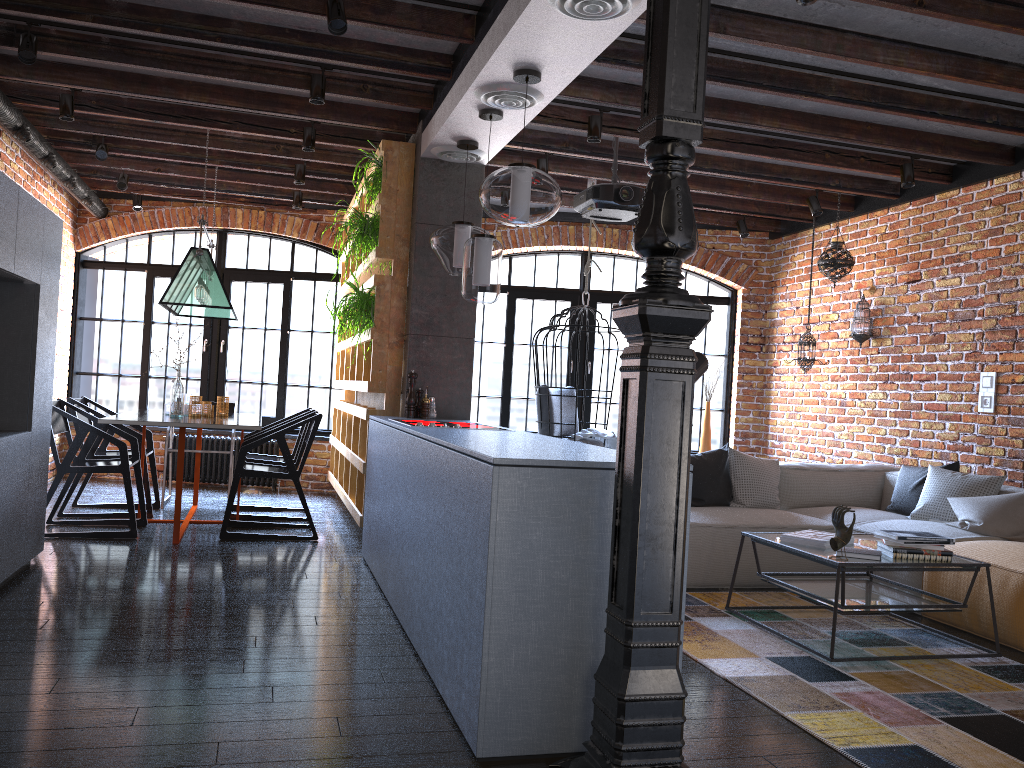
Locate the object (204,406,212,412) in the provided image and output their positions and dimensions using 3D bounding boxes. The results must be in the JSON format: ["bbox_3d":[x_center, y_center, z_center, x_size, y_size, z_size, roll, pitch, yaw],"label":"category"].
[{"bbox_3d":[-2.226,0.187,6.476,0.060,0.073,0.060,3,0,16],"label":"object"}]

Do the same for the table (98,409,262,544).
[{"bbox_3d":[-2.216,0.590,6.115,0.905,0.737,1.887,3,-1,-16],"label":"table"}]

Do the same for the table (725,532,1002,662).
[{"bbox_3d":[1.575,0.940,4.064,0.842,0.388,0.848,3,-1,-16],"label":"table"}]

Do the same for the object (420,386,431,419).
[{"bbox_3d":[-0.504,0.110,5.242,0.058,0.192,0.081,3,0,26],"label":"object"}]

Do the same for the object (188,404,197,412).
[{"bbox_3d":[-2.281,0.182,6.334,0.060,0.073,0.060,3,0,16],"label":"object"}]

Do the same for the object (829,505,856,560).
[{"bbox_3d":[1.386,0.621,3.718,0.099,0.223,0.093,3,0,24],"label":"object"}]

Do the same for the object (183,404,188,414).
[{"bbox_3d":[-2.345,0.178,6.321,0.060,0.073,0.060,3,0,16],"label":"object"}]

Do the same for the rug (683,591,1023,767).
[{"bbox_3d":[1.423,1.137,3.678,1.432,0.013,2.364,3,-1,-16],"label":"rug"}]

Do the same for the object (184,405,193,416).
[{"bbox_3d":[-2.255,0.182,6.170,0.060,0.073,0.060,3,0,16],"label":"object"}]

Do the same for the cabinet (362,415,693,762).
[{"bbox_3d":[-0.183,0.634,3.943,0.607,0.844,2.960,3,-1,-16],"label":"cabinet"}]

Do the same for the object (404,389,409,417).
[{"bbox_3d":[-0.612,0.111,5.276,0.048,0.180,0.048,3,0,34],"label":"object"}]

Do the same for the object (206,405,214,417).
[{"bbox_3d":[-2.085,0.188,6.128,0.049,0.080,0.049,4,0,-32],"label":"object"}]

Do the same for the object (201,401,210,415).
[{"bbox_3d":[-2.175,0.175,6.306,0.061,0.099,0.061,3,0,-9],"label":"object"}]

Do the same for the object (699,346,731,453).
[{"bbox_3d":[1.867,0.171,8.202,0.270,1.054,0.299,3,0,5],"label":"object"}]

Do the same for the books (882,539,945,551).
[{"bbox_3d":[1.773,0.702,3.929,0.239,0.023,0.190,3,-1,19],"label":"books"}]

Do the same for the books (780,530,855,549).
[{"bbox_3d":[1.431,0.724,4.155,0.225,0.038,0.309,3,-1,44],"label":"books"}]

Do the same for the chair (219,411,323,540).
[{"bbox_3d":[-1.585,0.582,5.876,0.610,0.818,0.495,3,0,-16],"label":"chair"}]

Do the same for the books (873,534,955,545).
[{"bbox_3d":[1.770,0.684,3.908,0.268,0.014,0.196,3,-1,-17],"label":"books"}]

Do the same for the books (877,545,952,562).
[{"bbox_3d":[1.767,0.746,3.905,0.247,0.024,0.209,3,-1,4],"label":"books"}]

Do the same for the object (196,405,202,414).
[{"bbox_3d":[-2.263,0.184,6.397,0.060,0.073,0.060,3,0,37],"label":"object"}]

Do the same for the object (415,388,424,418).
[{"bbox_3d":[-0.556,0.114,5.306,0.048,0.180,0.048,3,0,-33],"label":"object"}]

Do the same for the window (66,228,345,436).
[{"bbox_3d":[-2.817,-0.533,8.464,3.145,2.233,0.177,3,0,2],"label":"window"}]

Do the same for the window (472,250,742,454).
[{"bbox_3d":[0.664,-0.331,8.533,3.293,2.233,0.177,3,0,2],"label":"window"}]

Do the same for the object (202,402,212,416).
[{"bbox_3d":[-2.143,0.176,6.227,0.061,0.099,0.061,3,0,22],"label":"object"}]

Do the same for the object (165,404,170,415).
[{"bbox_3d":[-2.377,0.175,6.148,0.060,0.073,0.060,3,0,16],"label":"object"}]

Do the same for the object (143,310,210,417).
[{"bbox_3d":[-2.195,-0.136,5.888,0.443,0.708,0.194,3,0,0],"label":"object"}]

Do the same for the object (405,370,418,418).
[{"bbox_3d":[-0.589,0.060,5.207,0.061,0.283,0.061,3,0,-2],"label":"object"}]

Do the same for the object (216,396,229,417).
[{"bbox_3d":[-2.074,0.161,6.358,0.086,0.140,0.086,3,0,-26],"label":"object"}]

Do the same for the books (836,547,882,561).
[{"bbox_3d":[1.490,0.726,3.811,0.182,0.029,0.129,3,-1,22],"label":"books"}]

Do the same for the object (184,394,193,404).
[{"bbox_3d":[-2.320,0.107,6.353,0.060,0.073,0.060,4,0,-38],"label":"object"}]

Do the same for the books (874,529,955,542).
[{"bbox_3d":[1.771,0.669,3.908,0.268,0.014,0.196,3,-1,-4],"label":"books"}]

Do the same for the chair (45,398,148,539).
[{"bbox_3d":[-2.628,0.519,5.583,0.610,0.818,0.495,3,0,-16],"label":"chair"}]

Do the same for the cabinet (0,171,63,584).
[{"bbox_3d":[-2.229,0.018,2.632,0.713,1.808,4.174,3,-1,-16],"label":"cabinet"}]

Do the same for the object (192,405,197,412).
[{"bbox_3d":[-2.250,0.183,6.234,0.060,0.073,0.060,3,0,16],"label":"object"}]

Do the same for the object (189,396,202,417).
[{"bbox_3d":[-2.167,0.153,6.070,0.086,0.140,0.086,4,0,-43],"label":"object"}]

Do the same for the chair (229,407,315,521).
[{"bbox_3d":[-1.799,0.578,6.640,0.610,0.818,0.495,3,0,-16],"label":"chair"}]

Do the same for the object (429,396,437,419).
[{"bbox_3d":[-0.483,0.141,5.298,0.069,0.135,0.069,4,0,-36],"label":"object"}]

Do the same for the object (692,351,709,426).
[{"bbox_3d":[1.334,0.441,7.448,0.570,1.471,0.616,3,0,10],"label":"object"}]

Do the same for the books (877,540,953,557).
[{"bbox_3d":[1.769,0.723,3.905,0.251,0.023,0.209,3,-1,4],"label":"books"}]
